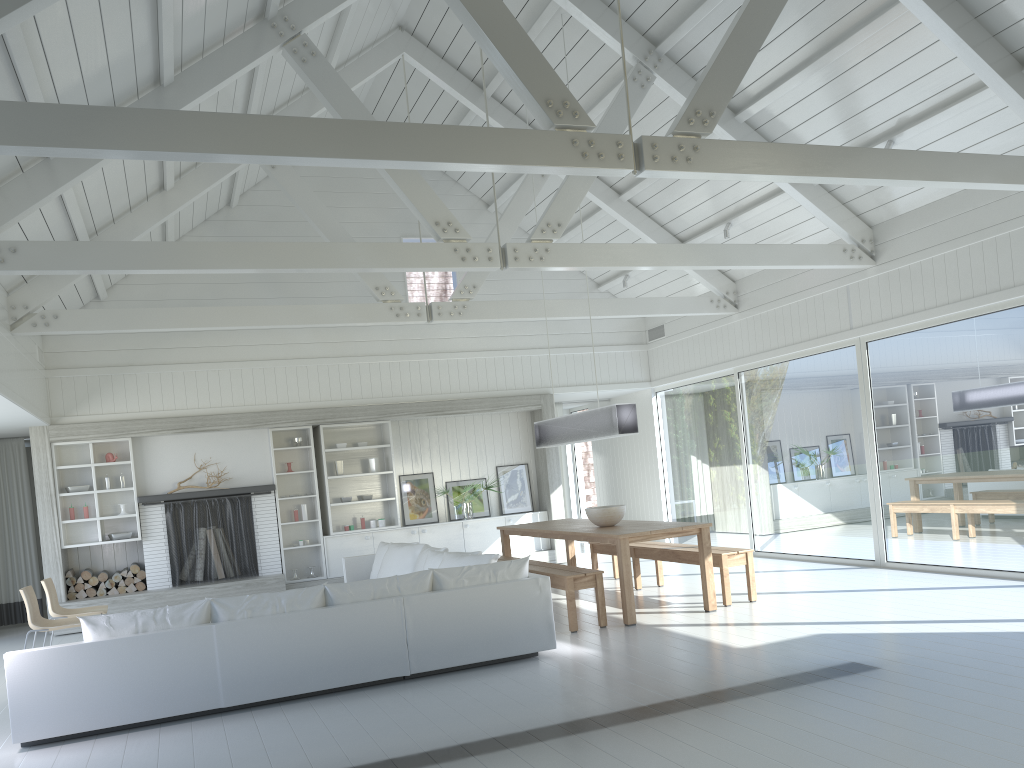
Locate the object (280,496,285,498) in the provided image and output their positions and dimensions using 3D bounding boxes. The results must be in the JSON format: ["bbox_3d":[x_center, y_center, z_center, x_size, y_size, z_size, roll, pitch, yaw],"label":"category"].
[{"bbox_3d":[-2.959,1.459,11.372,0.054,0.025,0.054,-4,-5,-21],"label":"object"}]

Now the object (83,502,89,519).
[{"bbox_3d":[-5.086,1.509,10.525,0.054,0.196,0.054,-6,0,-20],"label":"object"}]

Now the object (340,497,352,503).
[{"bbox_3d":[-2.206,1.539,11.728,0.140,0.066,0.142,-4,-5,-21],"label":"object"}]

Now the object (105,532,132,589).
[{"bbox_3d":[-4.851,2.152,10.769,0.339,0.643,0.616,-5,-2,-36],"label":"object"}]

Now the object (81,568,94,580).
[{"bbox_3d":[-5.146,2.306,10.690,0.109,0.111,0.497,-4,-5,-23],"label":"object"}]

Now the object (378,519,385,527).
[{"bbox_3d":[-1.751,1.867,11.868,0.085,0.111,0.085,-6,-2,14],"label":"object"}]

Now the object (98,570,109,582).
[{"bbox_3d":[-4.980,2.340,10.752,0.109,0.109,0.497,-4,-5,-23],"label":"object"}]

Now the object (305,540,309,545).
[{"bbox_3d":[-2.685,2.074,11.538,0.058,0.061,0.058,-5,-3,-22],"label":"object"}]

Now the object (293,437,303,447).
[{"bbox_3d":[-2.789,0.763,11.502,0.161,0.124,0.161,-6,-3,11],"label":"object"}]

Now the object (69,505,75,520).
[{"bbox_3d":[-5.227,1.517,10.471,0.054,0.196,0.054,-6,0,-20],"label":"object"}]

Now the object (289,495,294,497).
[{"bbox_3d":[-2.868,1.459,11.466,0.054,0.025,0.054,-4,-5,-21],"label":"object"}]

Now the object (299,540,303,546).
[{"bbox_3d":[-2.755,2.073,11.513,0.054,0.071,0.054,-5,-2,-22],"label":"object"}]

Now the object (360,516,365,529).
[{"bbox_3d":[-1.999,1.841,11.806,0.054,0.196,0.054,-6,0,-22],"label":"object"}]

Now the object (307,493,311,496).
[{"bbox_3d":[-2.687,1.461,11.652,0.054,0.025,0.054,-4,-5,-21],"label":"object"}]

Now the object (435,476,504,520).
[{"bbox_3d":[-0.558,1.554,12.163,0.968,0.629,0.625,-4,-3,-24],"label":"object"}]

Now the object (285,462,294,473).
[{"bbox_3d":[-2.898,1.090,11.480,0.137,0.130,0.137,-7,-3,21],"label":"object"}]

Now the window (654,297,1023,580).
[{"bbox_3d":[4.170,0.572,8.181,0.080,2.418,10.992,-6,-5,-21],"label":"window"}]

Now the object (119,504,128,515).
[{"bbox_3d":[-4.706,1.520,10.667,0.136,0.130,0.138,-4,-3,-34],"label":"object"}]

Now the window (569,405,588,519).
[{"bbox_3d":[1.329,1.605,15.700,0.037,2.429,0.949,-6,0,-21],"label":"window"}]

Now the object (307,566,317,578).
[{"bbox_3d":[-2.620,2.462,11.548,0.137,0.130,0.137,-7,-3,21],"label":"object"}]

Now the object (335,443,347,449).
[{"bbox_3d":[-2.274,0.828,11.722,0.140,0.066,0.142,-4,-5,-21],"label":"object"}]

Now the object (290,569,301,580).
[{"bbox_3d":[-2.823,2.474,11.470,0.137,0.130,0.137,-7,-3,21],"label":"object"}]

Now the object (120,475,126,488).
[{"bbox_3d":[-4.715,1.168,10.676,0.054,0.196,0.054,-6,0,-20],"label":"object"}]

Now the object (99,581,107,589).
[{"bbox_3d":[-4.980,2.433,10.736,0.080,0.080,0.481,-4,-6,-23],"label":"object"}]

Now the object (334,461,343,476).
[{"bbox_3d":[-2.293,1.120,11.707,0.102,0.197,0.103,-5,-1,-21],"label":"object"}]

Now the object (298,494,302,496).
[{"bbox_3d":[-2.777,1.460,11.559,0.054,0.025,0.054,-4,-5,-21],"label":"object"}]

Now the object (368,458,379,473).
[{"bbox_3d":[-1.857,1.095,11.875,0.103,0.197,0.102,-6,-1,24],"label":"object"}]

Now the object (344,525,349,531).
[{"bbox_3d":[-2.198,1.913,11.711,0.054,0.071,0.054,-4,-2,-42],"label":"object"}]

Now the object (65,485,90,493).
[{"bbox_3d":[-5.181,1.258,10.512,0.241,0.072,0.244,-2,-6,-36],"label":"object"}]

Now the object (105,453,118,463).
[{"bbox_3d":[-4.835,0.888,10.628,0.232,0.127,0.059,-7,-1,24],"label":"object"}]

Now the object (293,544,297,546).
[{"bbox_3d":[-2.824,2.101,11.485,0.054,0.025,0.054,-4,-5,-21],"label":"object"}]

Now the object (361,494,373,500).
[{"bbox_3d":[-1.970,1.541,11.971,0.140,0.066,0.142,-4,-5,-21],"label":"object"}]

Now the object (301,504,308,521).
[{"bbox_3d":[-2.718,1.679,11.533,0.072,0.211,0.071,-5,0,-22],"label":"object"}]

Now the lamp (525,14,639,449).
[{"bbox_3d":[0.493,-1.541,8.683,0.199,4.245,1.914,-6,0,-21],"label":"lamp"}]

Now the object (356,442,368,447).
[{"bbox_3d":[-2.038,0.829,11.965,0.140,0.066,0.142,-4,-5,-21],"label":"object"}]

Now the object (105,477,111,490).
[{"bbox_3d":[-4.870,1.176,10.617,0.054,0.196,0.054,-6,0,-20],"label":"object"}]

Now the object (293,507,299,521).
[{"bbox_3d":[-2.817,1.692,11.497,0.054,0.196,0.054,-6,0,-22],"label":"object"}]

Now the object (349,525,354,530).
[{"bbox_3d":[-2.142,1.918,11.760,0.058,0.061,0.058,-3,-3,-44],"label":"object"}]

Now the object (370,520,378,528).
[{"bbox_3d":[-1.863,1.889,11.898,0.092,0.095,0.090,-6,-3,13],"label":"object"}]

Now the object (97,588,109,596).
[{"bbox_3d":[-4.992,2.507,10.752,0.105,0.115,0.520,-5,-5,-22],"label":"object"}]

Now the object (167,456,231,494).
[{"bbox_3d":[-3.798,1.081,10.880,0.459,0.502,0.780,-7,-4,38],"label":"object"}]

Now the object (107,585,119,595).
[{"bbox_3d":[-4.873,2.534,10.805,0.133,0.147,0.551,-5,-5,-22],"label":"object"}]
